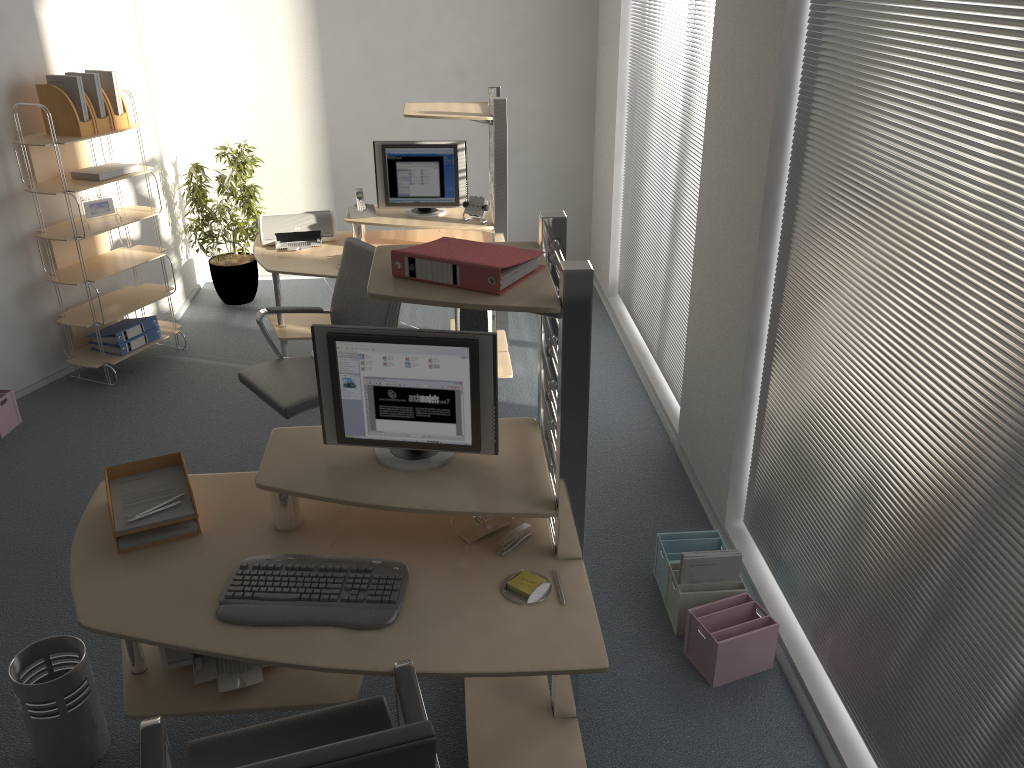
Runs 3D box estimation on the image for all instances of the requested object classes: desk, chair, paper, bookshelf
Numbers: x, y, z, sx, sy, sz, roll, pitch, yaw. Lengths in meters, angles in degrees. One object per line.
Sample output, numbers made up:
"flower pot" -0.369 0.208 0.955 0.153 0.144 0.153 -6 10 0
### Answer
"desk" -0.760 -0.772 4.943 1.469 1.566 0.967 -2 26 -4
"chair" -0.457 0.966 1.929 0.584 1.048 0.652 -8 27 -16
"chair" -0.845 -0.055 4.051 0.652 1.048 0.584 -19 32 -34
"paper" -2.265 -1.589 4.939 0.213 0.297 0.045 12 28 23
"desk" -0.540 0.436 2.433 1.469 1.566 0.967 -2 26 -4
"paper" -2.319 -1.540 4.838 0.213 0.297 0.045 10 28 21
"paper" -1.063 0.332 2.609 0.210 0.010 0.297 -12 28 -23
"paper" -2.295 -1.202 5.010 0.213 0.046 0.297 10 28 20
"paper" -1.062 0.379 2.632 0.210 0.019 0.297 -12 28 -23
"bookshelf" -2.342 -0.835 5.095 0.381 1.572 0.724 10 28 21
"paper" -2.366 -1.490 4.735 0.213 0.297 0.045 9 27 19

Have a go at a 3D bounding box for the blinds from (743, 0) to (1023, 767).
"blinds" 1.049 -0.251 2.244 0.022 2.770 1.950 -2 26 -4

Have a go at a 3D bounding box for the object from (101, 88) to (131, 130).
"object" -2.273 -1.563 4.930 0.243 0.259 0.113 12 28 23

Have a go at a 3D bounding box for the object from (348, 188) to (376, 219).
"object" -0.866 -1.041 5.078 0.150 0.151 0.119 -9 27 -17

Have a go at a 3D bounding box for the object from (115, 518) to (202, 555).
"object" -1.063 0.368 2.627 0.225 0.060 0.309 -12 28 -23

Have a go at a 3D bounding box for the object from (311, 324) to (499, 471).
"object" -0.280 0.013 2.576 0.516 0.418 0.245 8 27 16

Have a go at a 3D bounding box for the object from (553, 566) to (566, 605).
"object" 0.122 0.527 2.336 0.011 0.011 0.158 -4 26 -7

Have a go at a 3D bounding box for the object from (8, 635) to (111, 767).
"object" -1.369 0.982 2.698 0.208 0.377 0.208 19 32 35

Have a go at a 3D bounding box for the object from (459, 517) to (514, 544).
"object" -0.073 0.394 2.554 0.159 0.064 0.054 -19 31 -33

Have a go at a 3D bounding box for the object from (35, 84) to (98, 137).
"object" -2.372 -1.464 4.725 0.243 0.259 0.113 9 27 19

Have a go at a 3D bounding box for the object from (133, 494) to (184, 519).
"object" -1.016 0.352 2.549 0.008 0.009 0.159 20 33 36

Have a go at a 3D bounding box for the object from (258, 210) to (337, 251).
"object" -1.236 -0.887 5.114 0.438 0.162 0.351 -6 26 -11

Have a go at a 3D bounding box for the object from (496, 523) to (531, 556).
"object" 0.006 0.434 2.496 0.022 0.042 0.134 18 31 34

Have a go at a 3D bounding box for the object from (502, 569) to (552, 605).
"object" 0.040 0.525 2.325 0.132 0.026 0.132 -2 26 -4

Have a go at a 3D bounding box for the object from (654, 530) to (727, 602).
"object" 0.695 0.710 3.439 0.245 0.202 0.185 -2 26 -4

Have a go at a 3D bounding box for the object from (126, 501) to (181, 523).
"object" -1.020 0.365 2.522 0.159 0.009 0.008 -21 32 -36

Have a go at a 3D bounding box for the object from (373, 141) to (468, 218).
"object" -0.500 -1.186 5.066 0.516 0.418 0.245 4 26 9

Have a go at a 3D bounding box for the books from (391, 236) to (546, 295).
"books" -0.111 -0.331 2.339 0.320 0.072 0.262 13 29 25

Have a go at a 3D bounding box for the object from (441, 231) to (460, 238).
"object" -0.340 -0.793 5.115 0.168 0.088 0.742 -1 26 -2

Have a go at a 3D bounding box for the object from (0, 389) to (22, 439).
"object" -2.749 0.156 4.630 0.245 0.202 0.185 2 26 4

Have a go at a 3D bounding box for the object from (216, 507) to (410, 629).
"object" -0.497 0.439 2.568 0.478 0.082 0.814 1 26 3

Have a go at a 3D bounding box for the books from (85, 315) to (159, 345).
"books" -2.341 -0.330 5.324 0.263 0.100 0.320 10 28 21

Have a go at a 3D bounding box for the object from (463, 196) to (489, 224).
"object" -0.199 -0.975 4.949 0.154 0.135 0.093 15 30 29

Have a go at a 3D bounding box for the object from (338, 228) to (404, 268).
"object" -0.678 -0.765 5.066 0.478 0.082 0.814 1 26 3

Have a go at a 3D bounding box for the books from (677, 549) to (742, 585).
"books" 0.710 0.733 3.228 0.220 0.306 0.068 -2 26 -4

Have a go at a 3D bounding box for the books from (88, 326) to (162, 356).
"books" -2.331 -0.279 5.344 0.262 0.072 0.320 10 28 21

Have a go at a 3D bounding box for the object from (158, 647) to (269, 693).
"object" -0.854 0.763 2.723 0.438 0.162 0.351 -9 27 -18

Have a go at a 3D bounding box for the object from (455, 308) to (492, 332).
"object" -0.227 -0.370 5.097 0.199 0.422 0.471 -2 26 -4

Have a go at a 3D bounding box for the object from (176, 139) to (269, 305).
"object" -1.949 -1.112 6.165 0.544 1.147 0.644 11 28 22

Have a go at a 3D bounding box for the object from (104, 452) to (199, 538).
"object" -1.063 0.317 2.603 0.225 0.060 0.309 -12 28 -23

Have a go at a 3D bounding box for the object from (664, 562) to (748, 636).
"object" 0.709 0.790 3.272 0.245 0.202 0.185 -2 26 -4

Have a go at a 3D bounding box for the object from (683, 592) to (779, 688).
"object" 0.754 0.887 3.072 0.245 0.202 0.185 -10 28 -20

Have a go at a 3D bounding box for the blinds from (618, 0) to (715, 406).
"blinds" 0.828 -1.463 4.760 0.037 2.749 1.950 -2 26 -4

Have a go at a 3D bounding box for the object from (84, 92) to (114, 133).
"object" -2.326 -1.514 4.829 0.243 0.259 0.113 10 28 21

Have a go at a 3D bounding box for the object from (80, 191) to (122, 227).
"object" -2.326 -0.991 5.002 0.077 0.161 0.192 21 33 37
